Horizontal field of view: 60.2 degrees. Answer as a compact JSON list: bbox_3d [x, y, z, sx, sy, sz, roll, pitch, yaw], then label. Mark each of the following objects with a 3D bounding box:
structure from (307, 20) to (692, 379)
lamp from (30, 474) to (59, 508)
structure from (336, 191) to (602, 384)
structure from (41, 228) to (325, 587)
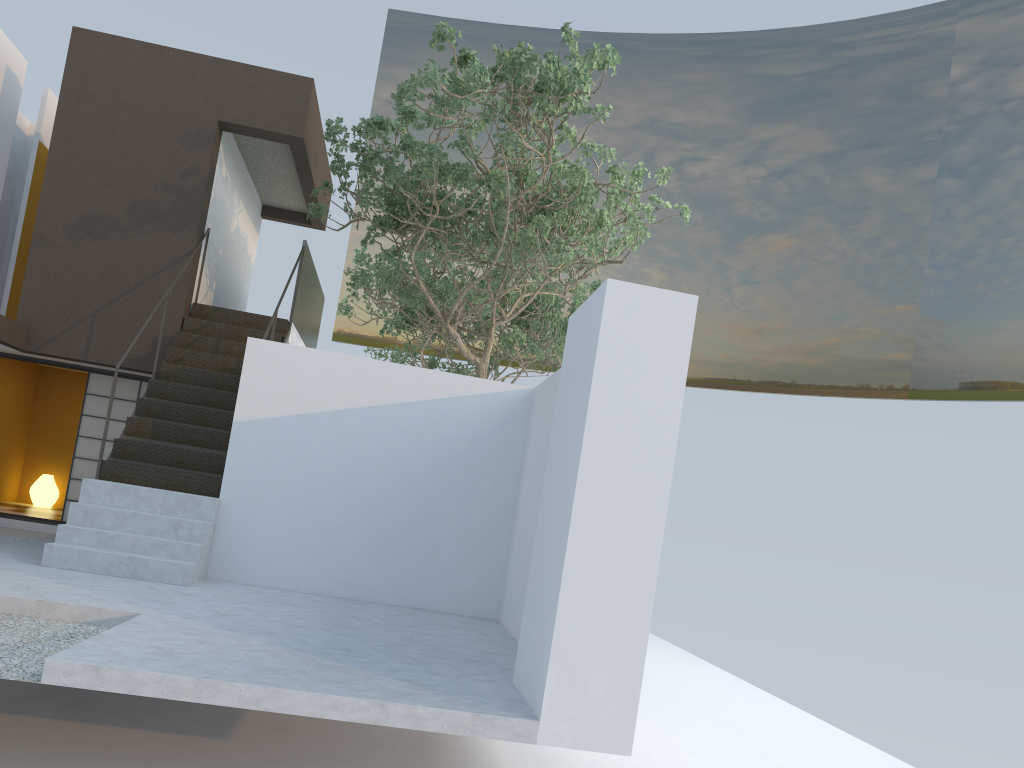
[{"bbox_3d":[-0.209,-1.592,10.535,4.368,3.678,5.746,12,-8,-27],"label":"structure"},{"bbox_3d":[-6.848,1.575,12.938,0.389,0.497,0.396,11,-6,-18],"label":"lamp"},{"bbox_3d":[-0.528,-0.759,17.138,5.552,4.674,7.303,12,-8,-27],"label":"structure"},{"bbox_3d":[-3.381,0.056,10.547,1.160,3.919,6.591,9,-7,-7],"label":"structure"}]
